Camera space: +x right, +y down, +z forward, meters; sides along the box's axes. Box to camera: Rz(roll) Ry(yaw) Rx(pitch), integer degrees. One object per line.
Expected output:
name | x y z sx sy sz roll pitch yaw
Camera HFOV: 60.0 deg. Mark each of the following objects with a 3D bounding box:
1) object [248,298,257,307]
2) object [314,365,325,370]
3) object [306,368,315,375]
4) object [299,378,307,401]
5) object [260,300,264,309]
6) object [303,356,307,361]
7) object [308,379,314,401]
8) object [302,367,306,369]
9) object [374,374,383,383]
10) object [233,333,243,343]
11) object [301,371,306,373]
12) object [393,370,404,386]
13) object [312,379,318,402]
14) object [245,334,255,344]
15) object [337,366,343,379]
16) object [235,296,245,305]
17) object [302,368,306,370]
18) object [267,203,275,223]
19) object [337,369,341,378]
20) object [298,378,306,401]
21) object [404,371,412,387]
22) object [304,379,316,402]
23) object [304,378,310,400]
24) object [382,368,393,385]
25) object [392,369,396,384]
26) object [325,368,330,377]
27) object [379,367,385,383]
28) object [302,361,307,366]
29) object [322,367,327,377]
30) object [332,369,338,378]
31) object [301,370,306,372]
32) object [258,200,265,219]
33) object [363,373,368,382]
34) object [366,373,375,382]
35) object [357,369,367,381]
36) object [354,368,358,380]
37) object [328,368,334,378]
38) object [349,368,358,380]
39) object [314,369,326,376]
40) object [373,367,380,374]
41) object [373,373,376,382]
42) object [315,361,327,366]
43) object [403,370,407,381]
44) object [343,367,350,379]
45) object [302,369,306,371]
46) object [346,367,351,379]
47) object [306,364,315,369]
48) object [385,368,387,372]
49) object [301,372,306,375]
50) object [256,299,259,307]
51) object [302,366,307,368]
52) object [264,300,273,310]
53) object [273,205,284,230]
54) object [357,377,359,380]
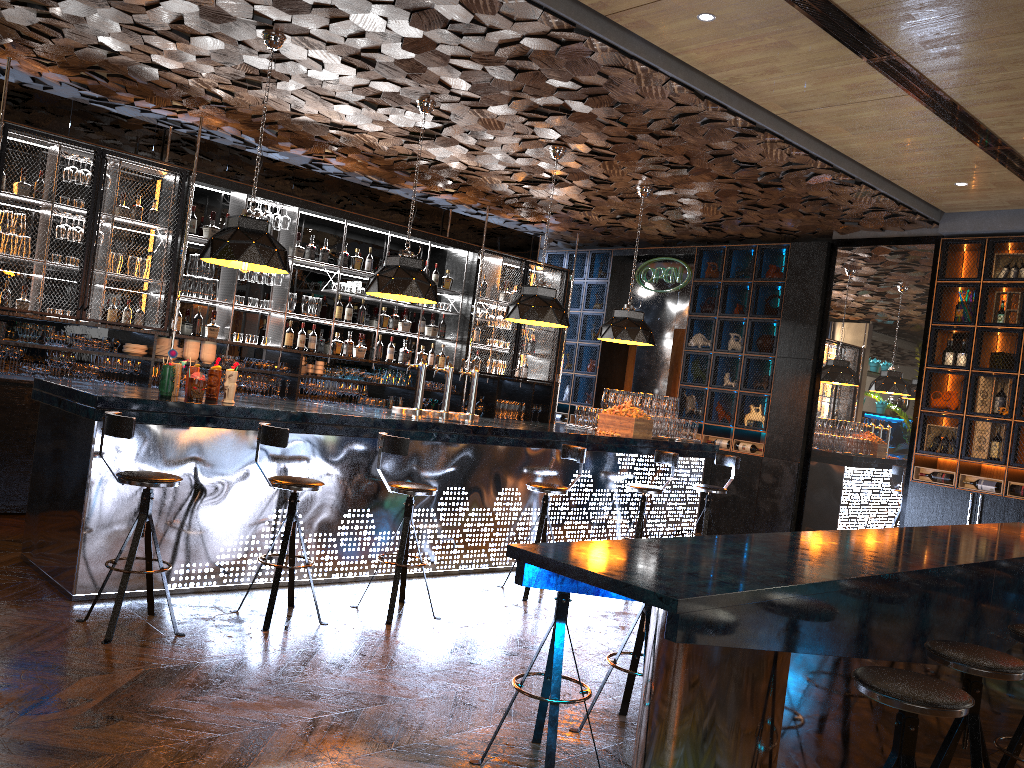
object | -2.586 -0.808 8.831 0.089 0.092 0.089 7 0 25
object | -2.022 -0.162 9.298 0.094 0.069 0.106 7 0 -2
object | -2.127 -0.129 9.326 0.094 0.067 0.106 7 0 9
object | -2.179 0.056 9.289 0.108 0.227 0.108 7 0 11
object | -2.530 -0.801 9.048 0.089 0.092 0.089 7 0 31
object | -2.180 -0.254 9.153 0.094 0.069 0.106 7 0 -37
object | -2.124 0.060 9.373 0.058 0.234 0.058 7 0 22
object | -2.187 -0.167 9.160 0.149 0.025 0.149 7 0 9
object | -1.465 -0.059 9.726 0.098 0.097 0.098 7 0 -9
object | -2.699 -0.454 8.737 0.089 0.092 0.089 7 0 19
object | -2.192 -0.124 9.161 0.149 0.023 0.149 7 0 16
object | -1.253 -0.070 9.877 0.101 0.172 0.115 7 0 32
object | -2.074 0.066 9.320 0.058 0.234 0.058 7 0 -20
object | -2.604 -0.442 8.809 0.089 0.092 0.089 7 0 10
object | -1.872 -0.126 9.708 0.100 0.125 0.100 7 0 -30
object | -2.699 -0.823 8.784 0.089 0.092 0.089 7 0 25
object | -2.187 -0.157 9.161 0.149 0.026 0.148 7 0 -36
object | -2.462 -1.708 8.995 0.092 0.244 0.092 7 0 8
object | -1.845 -0.109 9.410 0.067 0.099 0.058 7 0 -8
object | -2.184 0.055 9.121 0.108 0.227 0.108 7 0 38
object | -1.163 -0.058 9.974 0.101 0.172 0.115 7 0 -13
object | -2.101 0.066 9.201 0.108 0.227 0.108 7 0 17
object | -2.181 0.053 9.435 0.058 0.234 0.058 7 0 -41
object | -1.363 -0.084 9.786 0.115 0.172 0.101 7 0 -13
object | -1.343 -0.081 9.967 0.101 0.172 0.115 7 0 -13
object | -1.960 -0.123 9.473 0.058 0.099 0.067 7 0 -40
object | -1.448 -0.095 9.871 0.115 0.172 0.101 7 0 -33
object | -2.178 -0.210 9.160 0.107 0.070 0.094 7 0 -13
object | -2.008 -0.129 9.522 0.058 0.099 0.067 7 0 7
object | -1.862 -0.111 9.340 0.058 0.099 0.067 7 0 2
object | -2.190 -0.135 9.161 0.149 0.023 0.149 7 0 31
object | -2.534 -1.718 8.927 0.092 0.244 0.092 7 0 8
object | -1.611 -0.078 9.734 0.098 0.097 0.098 7 0 -5
object | -1.543 -0.069 9.659 0.098 0.097 0.098 7 0 26
object | -1.629 -0.095 9.610 0.108 0.126 0.108 7 0 -9
object | -1.706 -0.105 9.696 0.108 0.126 0.108 7 0 42
object | -1.910 -0.117 9.388 0.058 0.099 0.067 7 0 17
object | -1.708 -0.104 9.533 0.100 0.125 0.100 7 0 -4
object | -2.024 -0.116 9.297 0.094 0.067 0.106 7 0 35
object | -1.526 -0.105 9.965 0.101 0.172 0.115 7 0 32
object | -1.540 -0.069 9.802 0.098 0.097 0.098 7 0 -18
object | -2.011 -0.205 9.288 0.094 0.068 0.106 7 0 -43
object | -1.237 -0.068 10.064 0.101 0.172 0.115 7 0 32
object | -1.790 -0.115 9.623 0.100 0.125 0.100 7 0 4
object | -2.189 -0.147 9.160 0.149 0.024 0.149 7 0 -44
object | -1.791 -0.116 9.785 0.108 0.126 0.108 7 0 18
object | -2.115 -0.173 9.329 0.105 0.069 0.094 7 0 24
object | -1.427 -0.092 10.053 0.101 0.172 0.115 7 0 -38
object | -2.194 -0.114 9.160 0.149 0.022 0.149 7 0 16
object | -2.611 -0.812 8.960 0.089 0.092 0.089 7 0 -11
object | -2.186 -0.178 9.158 0.149 0.026 0.148 7 0 -36
object | -2.441 -0.790 8.884 0.089 0.092 0.089 7 0 31
object | -2.387 -1.699 9.066 0.092 0.244 0.092 7 0 8
object | -1.737 -0.094 9.863 0.098 0.097 0.098 7 0 38
